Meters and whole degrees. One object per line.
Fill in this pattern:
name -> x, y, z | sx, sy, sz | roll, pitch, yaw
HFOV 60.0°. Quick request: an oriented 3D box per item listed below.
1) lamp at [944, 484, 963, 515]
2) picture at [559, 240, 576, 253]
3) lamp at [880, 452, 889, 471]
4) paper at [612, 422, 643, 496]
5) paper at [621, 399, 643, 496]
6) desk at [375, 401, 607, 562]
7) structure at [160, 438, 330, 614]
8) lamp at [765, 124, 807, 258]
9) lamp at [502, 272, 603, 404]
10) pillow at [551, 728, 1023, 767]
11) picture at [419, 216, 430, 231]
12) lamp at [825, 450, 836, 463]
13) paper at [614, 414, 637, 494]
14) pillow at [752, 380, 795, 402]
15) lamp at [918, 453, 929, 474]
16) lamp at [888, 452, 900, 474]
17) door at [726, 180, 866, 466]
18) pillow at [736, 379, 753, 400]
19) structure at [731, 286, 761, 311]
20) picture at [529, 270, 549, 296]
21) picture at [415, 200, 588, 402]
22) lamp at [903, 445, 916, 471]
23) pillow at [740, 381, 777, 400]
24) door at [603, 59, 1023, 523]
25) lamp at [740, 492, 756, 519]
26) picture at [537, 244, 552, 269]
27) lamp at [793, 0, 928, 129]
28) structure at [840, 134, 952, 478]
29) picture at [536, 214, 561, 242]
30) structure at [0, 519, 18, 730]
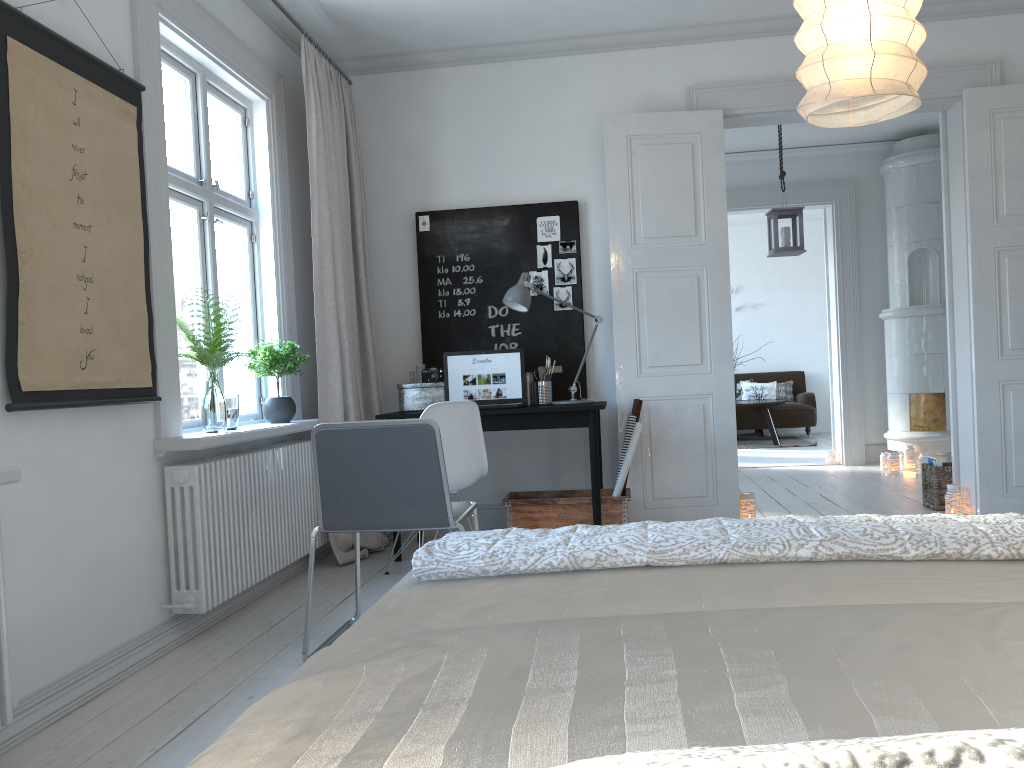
lamp -> 2.508, 0.661, 5.036 | 0.093, 0.180, 0.093 | -3, 1, -10
picture -> 0.318, -0.786, 5.072 | 0.095, 0.071, 0.001 | -3, 1, 7
lamp -> 3.099, 0.643, 7.356 | 0.084, 0.146, 0.084 | -3, 1, 12
paper -> 0.577, 0.522, 4.710 | 0.283, 0.627, 0.041 | -3, 1, -15
paper -> 0.616, 0.459, 4.834 | 0.297, 0.747, 0.048 | -4, 2, -38
desk -> -0.062, 0.506, 4.759 | 1.159, 0.759, 0.650 | -3, 1, 7
structure -> -1.143, 0.564, 3.938 | 0.195, 0.547, 1.505 | -3, 0, 7
lamp -> 1.933, -1.812, 6.365 | 0.228, 1.763, 0.228 | -3, 1, 4
lamp -> 0.234, -0.244, 4.823 | 0.616, 0.716, 0.230 | -3, 1, -22
pillow -> 0.355, 0.252, 0.468 | 1.146, 0.225, 0.415 | -3, 1, 0
picture -> -0.512, -0.937, 5.171 | 0.061, 0.088, 0.004 | -3, 1, 4
lamp -> 2.880, 0.660, 8.017 | 0.093, 0.110, 0.093 | -2, 1, 24
paper -> 0.583, 0.504, 4.769 | 0.266, 0.669, 0.043 | -4, 2, -38
pillow -> 3.370, 0.105, 11.436 | 0.542, 0.288, 0.183 | -3, 1, 8
lamp -> 3.253, 0.628, 6.989 | 0.089, 0.166, 0.089 | -3, 1, 6
lamp -> 3.069, 0.636, 7.127 | 0.089, 0.166, 0.089 | -3, 1, 9
door -> 2.251, -0.497, 8.048 | 2.599, 2.506, 0.577 | -3, 1, 7
pillow -> 2.877, 0.126, 11.462 | 0.473, 0.348, 0.158 | -3, 1, 5
structure -> 2.788, -1.061, 11.835 | 1.025, 0.478, 0.085 | -3, 1, 7
picture -> 0.156, -0.579, 5.097 | 0.107, 0.150, 0.001 | -3, 1, 7
picture -> -0.064, -0.443, 5.159 | 0.953, 1.172, 0.064 | -3, 1, 7
lamp -> 3.241, 0.605, 7.238 | 0.098, 0.210, 0.098 | -3, 1, 12
pillow -> 3.157, 0.103, 11.350 | 0.471, 0.309, 0.188 | -3, 1, 8
door -> 1.879, -0.462, 5.057 | 2.599, 2.506, 0.577 | -3, 1, 7
lamp -> 1.374, 0.719, 5.167 | 0.089, 0.166, 0.089 | -3, 1, 0
picture -> 0.186, -0.733, 5.089 | 0.083, 0.146, 0.002 | -3, 1, 7
lamp -> 0.933, -1.357, 2.429 | 0.339, 1.231, 0.340 | -2, 2, 38
structure -> 3.352, -0.626, 7.360 | 1.247, 2.829, 0.800 | -4, 2, -38
picture -> 0.211, -0.894, 5.081 | 0.147, 0.154, 0.004 | -3, 1, 7
structure -> -1.443, 0.591, 1.528 | 0.195, 0.547, 1.505 | -3, 0, 7
